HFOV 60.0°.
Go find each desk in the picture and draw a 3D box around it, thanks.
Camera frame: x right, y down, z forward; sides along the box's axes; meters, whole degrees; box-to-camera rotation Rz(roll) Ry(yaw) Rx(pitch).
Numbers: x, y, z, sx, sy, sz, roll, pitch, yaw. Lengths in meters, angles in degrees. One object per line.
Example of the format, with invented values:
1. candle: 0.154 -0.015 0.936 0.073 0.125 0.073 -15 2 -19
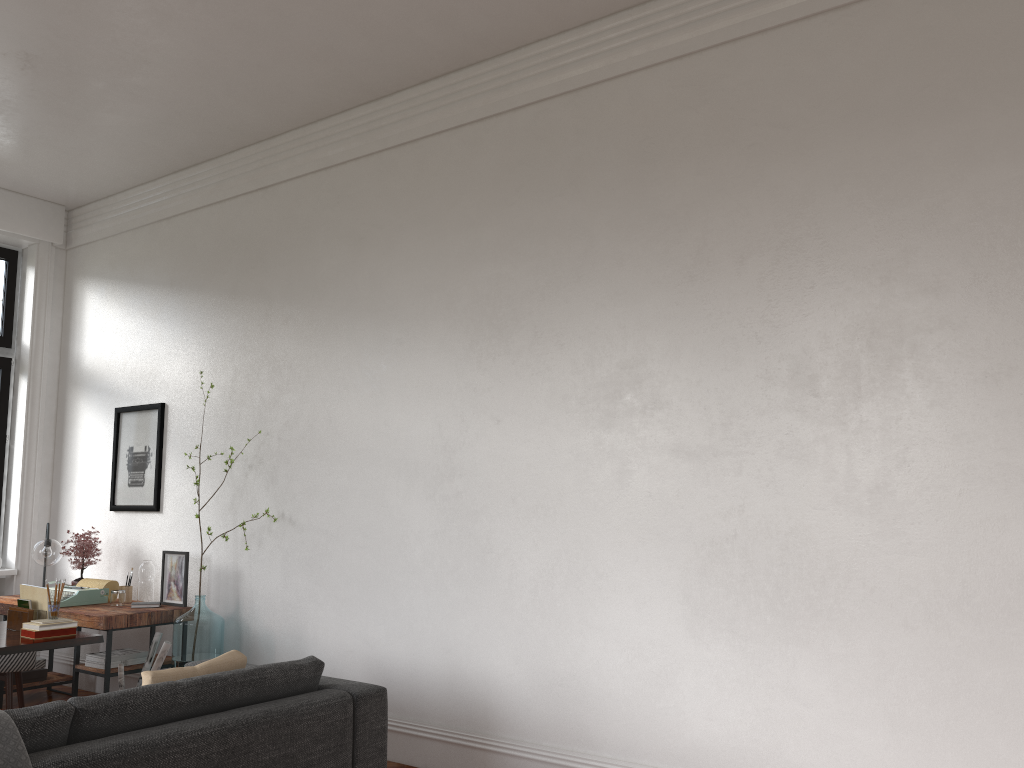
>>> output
1. desk: -3.074 1.922 6.233 1.799 0.756 0.648 -5 -9 35
2. desk: -3.212 1.610 4.029 1.030 0.749 2.230 -5 -9 35

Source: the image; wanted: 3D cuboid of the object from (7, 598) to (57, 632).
1. object: -2.647 1.268 4.886 0.228 0.166 0.150 -5 -9 35

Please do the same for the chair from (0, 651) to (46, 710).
1. chair: -3.404 1.781 5.754 0.716 0.897 0.548 -4 -8 28

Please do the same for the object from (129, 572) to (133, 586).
1. object: -2.732 1.450 6.329 0.054 0.206 0.008 -2 -7 19

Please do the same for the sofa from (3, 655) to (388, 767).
1. sofa: -1.819 1.509 3.199 1.263 0.827 2.649 -5 -9 35

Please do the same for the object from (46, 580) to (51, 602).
1. object: -2.458 1.137 4.711 0.008 0.192 0.049 -5 -9 39

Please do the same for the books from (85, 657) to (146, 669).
1. books: -2.561 1.797 5.747 0.226 0.038 0.309 -5 -9 34

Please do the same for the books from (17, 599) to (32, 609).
1. books: -2.691 1.271 4.905 0.128 0.157 0.041 -5 -8 35

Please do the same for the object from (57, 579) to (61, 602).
1. object: -2.417 1.137 4.723 0.008 0.194 0.037 6 -9 -42

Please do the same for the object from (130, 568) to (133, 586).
1. object: -2.733 1.435 6.345 0.023 0.238 0.028 -4 -8 32

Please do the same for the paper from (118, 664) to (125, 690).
1. paper: -2.377 1.949 5.409 0.073 0.477 0.033 2 -7 -17

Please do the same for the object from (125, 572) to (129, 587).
1. object: -2.759 1.451 6.339 0.008 0.206 0.054 0 -7 1

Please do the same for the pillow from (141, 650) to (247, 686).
1. pillow: -1.330 1.343 3.625 0.225 0.459 0.487 -5 -9 35

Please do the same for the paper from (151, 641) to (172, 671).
1. paper: -2.240 1.875 5.420 0.330 0.608 0.047 -2 -7 16

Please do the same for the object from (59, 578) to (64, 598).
1. object: -2.426 1.142 4.756 0.038 0.194 0.008 4 -8 -28

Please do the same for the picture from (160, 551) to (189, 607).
1. picture: -2.329 1.341 6.117 0.282 0.368 0.023 -5 -8 35

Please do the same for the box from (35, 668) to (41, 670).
1. box: -3.663 2.076 6.550 0.238 0.066 0.256 -5 -10 36

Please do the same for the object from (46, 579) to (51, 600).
1. object: -2.470 1.141 4.735 0.049 0.192 0.008 0 -7 5

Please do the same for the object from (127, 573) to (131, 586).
1. object: -2.749 1.453 6.346 0.008 0.206 0.054 -3 -7 23

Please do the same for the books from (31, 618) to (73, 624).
1. books: -2.432 1.251 4.685 0.128 0.008 0.159 -6 -10 37

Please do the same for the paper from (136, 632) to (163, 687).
1. paper: -2.343 1.900 5.593 0.047 0.624 0.294 -3 -8 28

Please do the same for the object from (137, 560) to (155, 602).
1. object: -2.559 1.387 6.201 0.111 0.301 0.112 2 -7 -18

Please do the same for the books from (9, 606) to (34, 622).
1. books: -2.684 1.285 4.841 0.221 0.124 0.029 -5 -9 35

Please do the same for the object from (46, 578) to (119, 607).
1. object: -3.132 1.465 6.263 0.535 0.148 0.485 -5 -9 34

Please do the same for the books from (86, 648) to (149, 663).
1. books: -2.562 1.764 5.763 0.226 0.038 0.309 -5 -10 35

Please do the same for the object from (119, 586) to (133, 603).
1. object: -2.753 1.497 6.315 0.075 0.113 0.058 -5 -8 35

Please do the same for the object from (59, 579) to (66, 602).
1. object: -2.418 1.142 4.748 0.044 0.193 0.008 3 -7 -24

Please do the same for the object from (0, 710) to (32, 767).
1. object: -1.773 1.167 2.461 0.400 0.386 0.753 -5 -9 35

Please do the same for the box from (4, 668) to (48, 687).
1. box: -3.660 2.151 6.539 0.296 0.082 0.318 -5 -10 35

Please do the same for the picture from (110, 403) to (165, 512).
1. picture: -2.882 0.569 6.825 0.634 0.814 0.050 -5 -8 35

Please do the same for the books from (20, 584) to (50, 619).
1. books: -2.650 1.241 4.931 0.310 0.238 0.043 -5 -8 35

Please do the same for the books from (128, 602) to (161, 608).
1. books: -2.501 1.498 6.019 0.213 0.031 0.129 3 -8 -17

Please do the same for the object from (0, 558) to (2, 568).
1. object: -4.268 1.473 7.288 0.132 0.097 0.135 0 -7 6

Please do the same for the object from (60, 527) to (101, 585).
1. object: -3.251 1.336 6.693 0.290 0.527 0.309 1 -7 -9

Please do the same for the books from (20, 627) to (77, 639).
1. books: -2.431 1.300 4.654 0.159 0.039 0.216 -6 -10 37

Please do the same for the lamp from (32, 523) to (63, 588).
1. lamp: -3.538 1.331 6.730 0.208 0.548 0.442 4 -8 -31

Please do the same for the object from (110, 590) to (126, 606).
1. object: -2.718 1.475 6.116 0.093 0.101 0.093 -3 -8 27

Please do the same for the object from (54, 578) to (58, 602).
1. object: -2.453 1.141 4.758 0.008 0.195 0.032 1 -7 -10

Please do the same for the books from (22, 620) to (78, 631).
1. books: -2.430 1.268 4.667 0.164 0.028 0.208 -5 -9 33

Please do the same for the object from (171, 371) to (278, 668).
1. object: -1.857 0.906 5.798 0.807 2.053 0.354 -2 -7 16

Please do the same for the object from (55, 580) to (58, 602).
1. object: -2.425 1.137 4.711 0.008 0.192 0.049 4 -8 -30

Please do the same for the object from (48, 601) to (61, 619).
1. object: -2.442 1.206 4.726 0.058 0.091 0.058 -3 -8 22
